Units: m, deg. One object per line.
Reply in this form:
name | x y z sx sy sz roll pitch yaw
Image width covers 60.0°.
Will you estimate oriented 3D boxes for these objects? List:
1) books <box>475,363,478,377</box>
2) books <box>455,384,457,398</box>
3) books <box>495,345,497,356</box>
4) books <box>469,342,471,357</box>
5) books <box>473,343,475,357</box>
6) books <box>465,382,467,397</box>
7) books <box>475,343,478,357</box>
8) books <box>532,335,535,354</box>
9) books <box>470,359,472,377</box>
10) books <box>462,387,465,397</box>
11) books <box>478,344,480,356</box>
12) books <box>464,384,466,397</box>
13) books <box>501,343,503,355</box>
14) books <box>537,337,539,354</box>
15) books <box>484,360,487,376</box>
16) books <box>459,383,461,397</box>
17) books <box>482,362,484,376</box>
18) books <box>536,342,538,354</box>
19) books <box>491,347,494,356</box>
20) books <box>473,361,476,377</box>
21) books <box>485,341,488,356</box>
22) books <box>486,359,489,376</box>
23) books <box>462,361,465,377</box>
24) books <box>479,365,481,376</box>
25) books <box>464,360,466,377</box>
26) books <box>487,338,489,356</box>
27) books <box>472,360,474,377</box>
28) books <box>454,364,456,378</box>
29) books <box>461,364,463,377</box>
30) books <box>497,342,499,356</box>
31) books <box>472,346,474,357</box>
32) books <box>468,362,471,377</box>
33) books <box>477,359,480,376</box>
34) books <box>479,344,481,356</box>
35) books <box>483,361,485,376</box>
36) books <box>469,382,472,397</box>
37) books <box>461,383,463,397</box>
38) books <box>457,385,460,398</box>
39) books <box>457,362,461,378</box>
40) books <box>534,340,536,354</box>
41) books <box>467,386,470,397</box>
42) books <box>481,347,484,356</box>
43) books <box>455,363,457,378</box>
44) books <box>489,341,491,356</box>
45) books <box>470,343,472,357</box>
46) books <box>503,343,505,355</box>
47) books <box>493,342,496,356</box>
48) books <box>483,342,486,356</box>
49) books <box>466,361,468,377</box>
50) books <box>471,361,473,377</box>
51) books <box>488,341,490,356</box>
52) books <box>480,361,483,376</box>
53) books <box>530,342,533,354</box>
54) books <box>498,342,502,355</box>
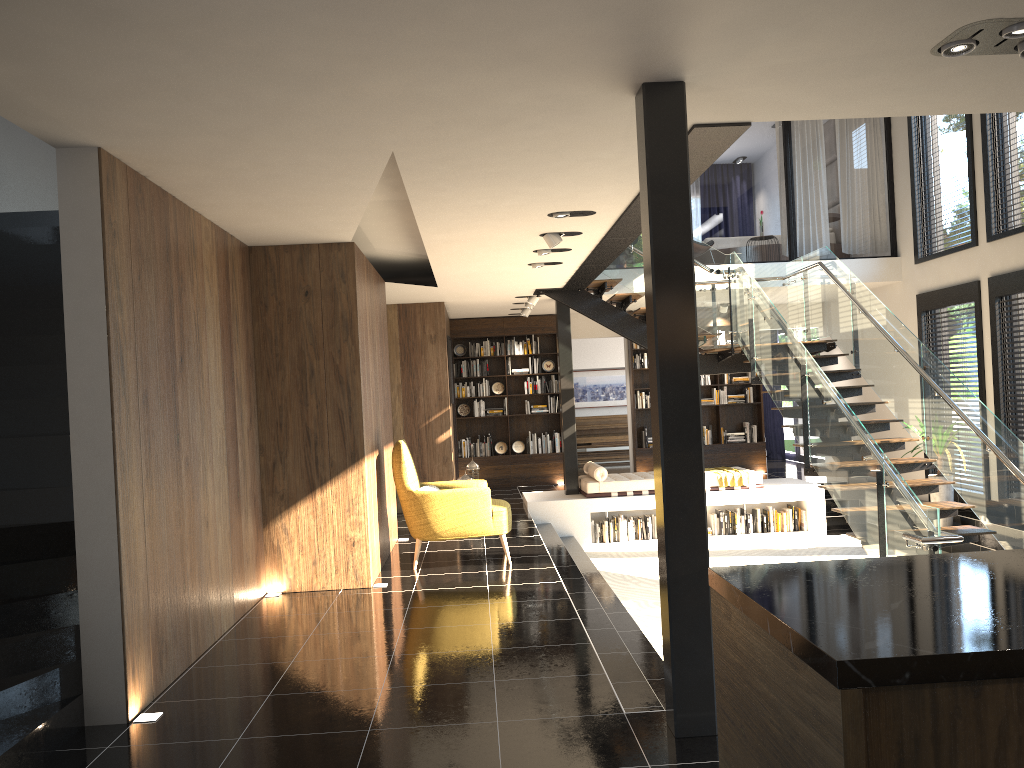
books | -0.563 -0.224 14.050 0.024 0.220 0.123 -3 0 -2
books | -0.887 0.105 14.050 0.030 0.224 0.166 -3 0 -2
books | -0.251 -0.530 14.050 0.029 0.172 0.187 -3 0 -2
books | -0.666 -0.540 14.059 0.017 0.234 0.200 -3 0 -2
books | -0.600 -0.538 14.050 0.026 0.222 0.202 -3 0 -2
books | -0.722 0.091 14.064 0.019 0.236 0.139 -3 0 -3
books | -0.558 -0.537 14.059 0.059 0.216 0.159 -3 0 -3
books | 0.333 -0.624 14.072 0.017 0.302 0.266 -3 0 -2
books | -0.653 -0.253 14.044 0.015 0.287 0.154 -3 0 -2
books | -0.766 0.127 14.048 0.037 0.169 0.148 -3 0 -2
books | -0.522 -0.536 14.067 0.014 0.212 0.184 -3 0 -2
books | -0.741 0.106 14.070 0.018 0.208 0.126 -3 0 -3
books | -0.160 -0.550 14.052 0.023 0.202 0.201 -3 0 -2
books | 0.412 -0.608 14.088 0.013 0.262 0.217 -3 0 -2
books | -0.417 -0.253 14.063 0.025 0.263 0.147 -3 0 -2
books | -0.814 0.096 14.018 0.022 0.235 0.194 -3 0 -2
books | -0.459 -0.235 14.051 0.014 0.230 0.172 -3 0 -2
books | 0.393 -0.569 14.110 0.027 0.186 0.220 -3 0 -2
books | -0.317 -0.515 14.090 0.040 0.149 0.125 -3 0 -2
books | -0.591 -0.240 14.052 0.032 0.255 0.160 -3 0 -2
books | -0.402 -0.556 14.031 0.025 0.239 0.220 -3 0 -2
books | -0.387 -0.256 14.065 0.035 0.266 0.133 -3 0 -2
books | -0.764 -0.232 14.028 0.035 0.255 0.183 -3 0 -2
books | -0.504 -0.211 14.026 0.025 0.188 0.181 -3 0 -2
books | -0.736 -0.239 14.026 0.022 0.267 0.197 -3 0 -2
books | -0.384 -0.577 14.031 0.012 0.278 0.228 -3 0 -2
books | -0.616 -0.244 14.025 0.019 0.264 0.175 -3 0 -2
books | -0.906 -0.205 14.047 0.023 0.215 0.148 -3 0 -2
books | -0.793 -0.205 14.028 0.025 0.204 0.192 -3 0 -2
books | -0.225 -0.551 14.070 0.027 0.212 0.180 -3 0 -2
books | -0.623 -0.515 14.069 0.020 0.180 0.153 -3 0 -3
books | -0.678 -0.230 14.013 0.039 0.243 0.179 -3 0 -3
books | -0.535 -0.252 14.036 0.033 0.273 0.189 -3 0 -2
books | -0.503 -0.532 14.084 0.025 0.203 0.156 -3 0 -2
books | -0.440 -0.241 14.057 0.024 0.242 0.144 -3 0 -2
books | -0.659 0.089 14.053 0.036 0.235 0.169 -3 0 -2
books | -0.796 0.097 14.066 0.018 0.232 0.123 -3 0 -2
books | -0.848 0.119 14.046 0.045 0.192 0.164 -3 0 -2
books | -0.840 -0.228 14.051 0.066 0.255 0.127 -3 0 -3
books | 0.360 -0.583 14.134 0.037 0.218 0.144 -3 0 -2
books | -0.692 0.117 14.037 0.035 0.180 0.165 -3 0 -2
books | -0.470 -0.511 14.058 0.035 0.156 0.186 -3 0 -2
books | -0.883 -0.214 14.030 0.023 0.231 0.143 -3 0 -2
books | -0.348 -0.556 14.067 0.020 0.235 0.206 -3 0 -2
books | -0.644 -0.533 14.022 0.024 0.216 0.210 -3 0 -2
books | -0.137 -0.546 14.086 0.024 0.194 0.182 -3 0 -2
books | -0.283 -0.551 14.082 0.030 0.217 0.165 -3 0 -2
books | -0.434 -0.550 14.042 0.039 0.230 0.205 -3 0 -2
books | -0.712 -0.237 14.032 0.027 0.260 0.181 -3 0 -2
books | -0.635 -0.238 14.043 0.018 0.256 0.172 -3 0 -2
books | -0.368 -0.561 14.056 0.020 0.245 0.228 -3 0 -2
books | -0.481 -0.238 14.063 0.028 0.240 0.148 -3 0 -2
books | 0.315 -0.570 14.107 0.021 0.197 0.200 -3 0 -3
books | -0.192 -0.553 14.064 0.039 0.212 0.172 -3 0 -3
